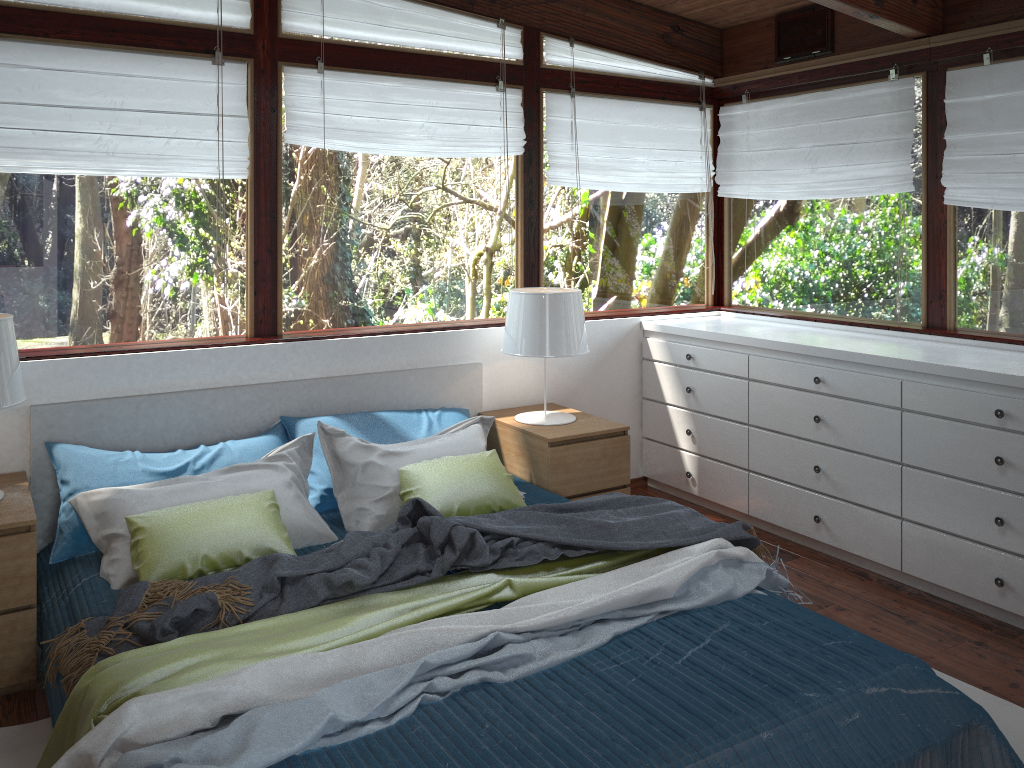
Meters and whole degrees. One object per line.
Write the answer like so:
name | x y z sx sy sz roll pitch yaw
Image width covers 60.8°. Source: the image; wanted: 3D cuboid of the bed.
bed | -0.241 0.560 2.624 2.147 0.763 2.603 -5 11 -30

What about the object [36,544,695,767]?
object | -0.174 0.772 2.438 2.116 0.444 0.495 -7 9 -36

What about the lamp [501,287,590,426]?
lamp | 0.152 -0.135 3.976 0.407 0.586 0.408 -3 4 -40

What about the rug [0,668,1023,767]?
rug | 0.026 0.982 2.220 2.723 0.048 1.820 -6 12 -32

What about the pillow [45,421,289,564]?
pillow | -1.217 0.349 3.221 0.916 0.327 0.350 -6 8 -34

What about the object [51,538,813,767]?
object | -0.011 0.776 2.113 2.166 0.373 0.541 -7 10 -36

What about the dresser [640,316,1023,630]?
dresser | 1.746 0.316 3.520 0.617 0.872 3.150 -2 9 -32

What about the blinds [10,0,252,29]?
blinds | -1.627 -1.649 3.363 1.246 0.421 0.032 -6 3 -32

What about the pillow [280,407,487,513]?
pillow | -0.484 0.272 3.678 0.925 0.316 0.369 -6 8 -34

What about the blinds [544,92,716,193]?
blinds | 0.681 -1.305 4.787 1.182 0.505 0.053 -5 3 -32

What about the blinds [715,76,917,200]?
blinds | 1.518 -1.233 4.524 0.054 0.550 1.255 0 7 -32

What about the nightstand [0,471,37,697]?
nightstand | -1.766 0.650 2.760 0.429 0.538 0.614 -2 6 -32

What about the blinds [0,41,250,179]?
blinds | -1.624 -1.050 3.352 1.240 0.493 0.054 -6 3 -32

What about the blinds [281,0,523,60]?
blinds | -0.467 -1.715 4.085 1.246 0.274 0.032 -6 3 -32

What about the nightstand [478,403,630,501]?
nightstand | 0.178 0.430 3.970 0.429 0.538 0.614 -2 6 -32

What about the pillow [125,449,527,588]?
pillow | -0.578 0.436 3.024 1.384 0.218 0.314 -6 9 -32

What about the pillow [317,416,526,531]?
pillow | -0.316 0.311 3.404 0.857 0.389 0.362 -7 8 -37

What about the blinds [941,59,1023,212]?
blinds | 2.243 -0.978 3.359 0.054 0.639 1.239 0 7 -32

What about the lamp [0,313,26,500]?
lamp | -1.776 0.083 2.775 0.407 0.586 0.408 -2 4 -35

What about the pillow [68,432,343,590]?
pillow | -1.014 0.427 2.983 0.877 0.356 0.476 -7 9 -36

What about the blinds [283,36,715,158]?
blinds | 0.110 -1.455 4.432 2.572 0.652 0.054 -6 3 -32

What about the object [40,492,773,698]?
object | -0.243 0.580 2.650 2.129 0.404 0.636 -4 8 -23

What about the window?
window | 1.193 -0.510 0.303 5.289 1.917 8.390 -6 11 -31
